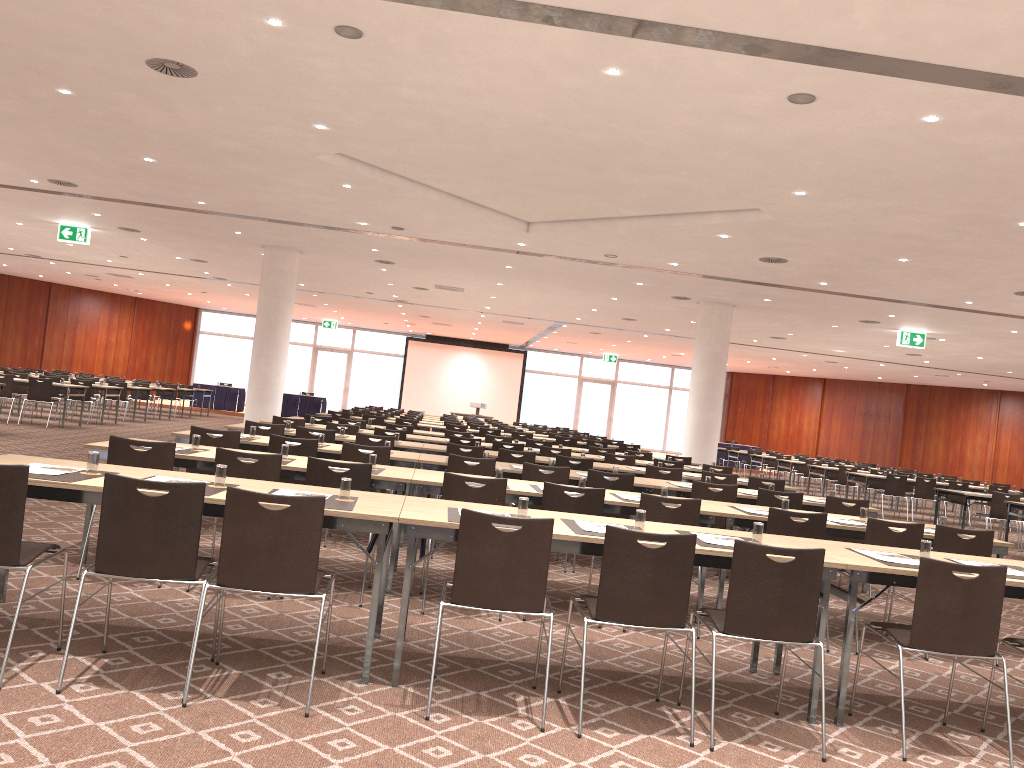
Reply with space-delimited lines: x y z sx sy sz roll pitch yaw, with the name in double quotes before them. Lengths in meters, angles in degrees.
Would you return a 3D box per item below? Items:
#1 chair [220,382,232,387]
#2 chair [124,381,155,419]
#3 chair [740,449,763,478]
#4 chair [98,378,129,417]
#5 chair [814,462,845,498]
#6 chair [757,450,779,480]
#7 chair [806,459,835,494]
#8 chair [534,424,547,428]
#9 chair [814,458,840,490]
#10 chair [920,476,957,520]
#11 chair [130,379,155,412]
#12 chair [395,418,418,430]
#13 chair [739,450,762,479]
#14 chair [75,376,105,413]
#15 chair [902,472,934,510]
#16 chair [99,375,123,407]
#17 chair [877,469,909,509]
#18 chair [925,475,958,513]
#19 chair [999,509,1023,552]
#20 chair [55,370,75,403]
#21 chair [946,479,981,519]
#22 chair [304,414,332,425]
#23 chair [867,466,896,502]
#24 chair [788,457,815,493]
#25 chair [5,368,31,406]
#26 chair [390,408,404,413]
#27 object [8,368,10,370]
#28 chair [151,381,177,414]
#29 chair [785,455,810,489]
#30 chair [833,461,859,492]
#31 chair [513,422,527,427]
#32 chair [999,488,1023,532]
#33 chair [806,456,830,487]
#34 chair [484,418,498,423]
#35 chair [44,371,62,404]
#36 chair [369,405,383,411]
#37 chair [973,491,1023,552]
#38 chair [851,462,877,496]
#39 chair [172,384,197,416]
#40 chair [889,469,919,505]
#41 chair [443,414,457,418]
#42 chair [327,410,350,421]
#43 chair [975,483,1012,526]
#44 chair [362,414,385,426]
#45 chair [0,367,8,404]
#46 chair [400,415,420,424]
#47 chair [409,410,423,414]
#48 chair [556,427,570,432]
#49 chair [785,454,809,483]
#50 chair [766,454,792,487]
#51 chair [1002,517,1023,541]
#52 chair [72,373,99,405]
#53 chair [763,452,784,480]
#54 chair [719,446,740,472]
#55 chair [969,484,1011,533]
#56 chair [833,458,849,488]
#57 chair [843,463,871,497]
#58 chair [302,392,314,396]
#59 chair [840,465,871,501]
"chair" -10.236 0.429 31.419 0.535 0.939 0.614 7 -1 -2
"chair" -9.586 0.427 22.938 0.535 0.939 0.614 7 -1 -3
"chair" 7.711 2.548 28.430 0.536 0.939 0.614 7 -1 -7
"chair" -10.273 0.348 22.963 0.535 0.939 0.614 7 -1 -2
"chair" 8.084 2.446 22.441 0.536 0.939 0.614 7 -1 -7
"chair" 8.287 2.617 28.536 0.535 0.939 0.614 7 -1 -3
"chair" 8.567 2.551 24.486 0.536 0.939 0.614 7 -1 -7
"chair" 0.826 1.744 27.916 0.536 0.939 0.614 7 -1 -6
"chair" 9.479 2.706 26.567 0.536 0.939 0.614 7 -1 -6
"chair" 9.898 2.607 20.499 0.536 0.939 0.614 7 -1 -6
"chair" -11.143 0.342 26.825 0.536 0.939 0.614 7 -1 -6
"chair" -2.130 1.154 17.567 0.536 0.939 0.614 7 -1 -4
"chair" 7.126 2.431 26.376 0.535 0.939 0.614 7 -1 -2
"chair" -10.895 0.277 22.973 0.536 0.939 0.614 7 -1 -4
"chair" 10.371 2.711 22.544 0.535 0.939 0.614 7 -1 -2
"chair" -12.120 0.231 26.887 0.536 0.939 0.614 7 -1 -6
"chair" 9.747 2.640 22.575 0.535 0.939 0.614 7 -1 -3
"chair" 11.062 2.796 22.741 0.536 0.939 0.614 7 -1 -6
"chair" 8.692 2.335 14.966 0.536 0.939 0.614 7 -1 -6
"chair" -13.475 0.069 26.636 0.536 0.939 0.614 7 -1 -7
"chair" 10.575 2.690 20.695 0.535 0.939 0.614 7 -1 -3
"chair" -3.091 0.957 14.013 0.536 0.939 0.614 7 -1 -5
"chair" 10.295 2.753 24.626 0.536 0.939 0.614 7 -1 -6
"chair" 7.983 2.481 24.358 0.536 0.939 0.614 7 -1 -4
"chair" -12.517 0.084 22.701 0.535 0.939 0.614 7 -1 -2
"chair" -3.606 1.226 27.558 0.535 0.939 0.614 7 -1 -3
"object" -12.129 -0.330 21.369 0.054 0.114 0.054 7 -1 -38
"chair" -10.548 0.413 26.954 0.535 0.939 0.614 7 -1 -2
"chair" 8.527 2.593 26.408 0.536 0.939 0.614 7 -1 -6
"chair" 10.052 2.771 26.531 0.536 0.939 0.614 7 -1 -5
"chair" 0.185 1.667 27.787 0.536 0.939 0.614 7 -1 -6
"chair" 10.673 2.649 18.556 0.536 0.939 0.614 7 -1 -6
"chair" 9.911 2.805 28.608 0.536 0.939 0.614 7 -1 -7
"chair" -0.703 1.565 27.792 0.535 0.939 0.614 7 -1 -2
"chair" -11.817 0.168 22.839 0.536 0.939 0.614 7 -1 -8
"chair" -4.241 1.151 27.464 0.535 0.939 0.614 7 -1 -2
"chair" 8.156 2.270 14.848 0.536 0.939 0.614 7 -1 -5
"chair" 10.642 2.844 26.720 0.535 0.939 0.614 7 -1 -2
"chair" -9.898 0.487 26.925 0.536 0.939 0.614 7 -1 -4
"chair" 10.918 2.824 24.595 0.535 0.939 0.614 7 -1 -3
"chair" -1.976 1.415 27.647 0.536 0.939 0.614 7 -1 -4
"chair" -3.439 1.001 17.496 0.535 0.939 0.614 7 -1 -3
"chair" 11.225 2.763 20.607 0.536 0.939 0.614 7 -1 -5
"chair" -2.783 1.079 17.592 0.536 0.939 0.614 7 -1 -4
"chair" -13.160 0.012 22.789 0.536 0.939 0.614 7 -1 -7
"chair" -2.308 1.183 19.637 0.535 0.939 0.614 7 -1 -3
"chair" -3.026 1.292 27.527 0.536 0.939 0.614 7 -1 -7
"chair" 1.526 1.824 27.895 0.535 0.939 0.614 7 -1 -2
"chair" 9.206 2.721 28.469 0.536 0.939 0.614 7 -1 -7
"chair" 7.385 2.414 24.450 0.536 0.939 0.614 7 -1 -6
"chair" 8.758 2.342 14.971 0.536 0.939 0.614 7 -1 -7
"chair" -12.825 0.147 26.770 0.536 0.939 0.614 7 -1 -6
"chair" 7.797 2.511 26.490 0.535 0.939 0.614 7 -1 -3
"chair" 6.957 2.458 28.288 0.535 0.939 0.614 7 -1 -2
"chair" 10.095 2.585 18.650 0.536 0.939 0.614 7 -1 -5
"chair" 10.519 2.874 28.576 0.536 0.939 0.614 7 -1 -5
"chair" 9.640 2.678 24.632 0.535 0.939 0.614 7 -1 -3
"chair" -7.365 0.764 31.651 0.535 0.939 0.614 7 -1 -2
"chair" 8.726 2.519 22.411 0.536 0.939 0.614 7 -1 -7
